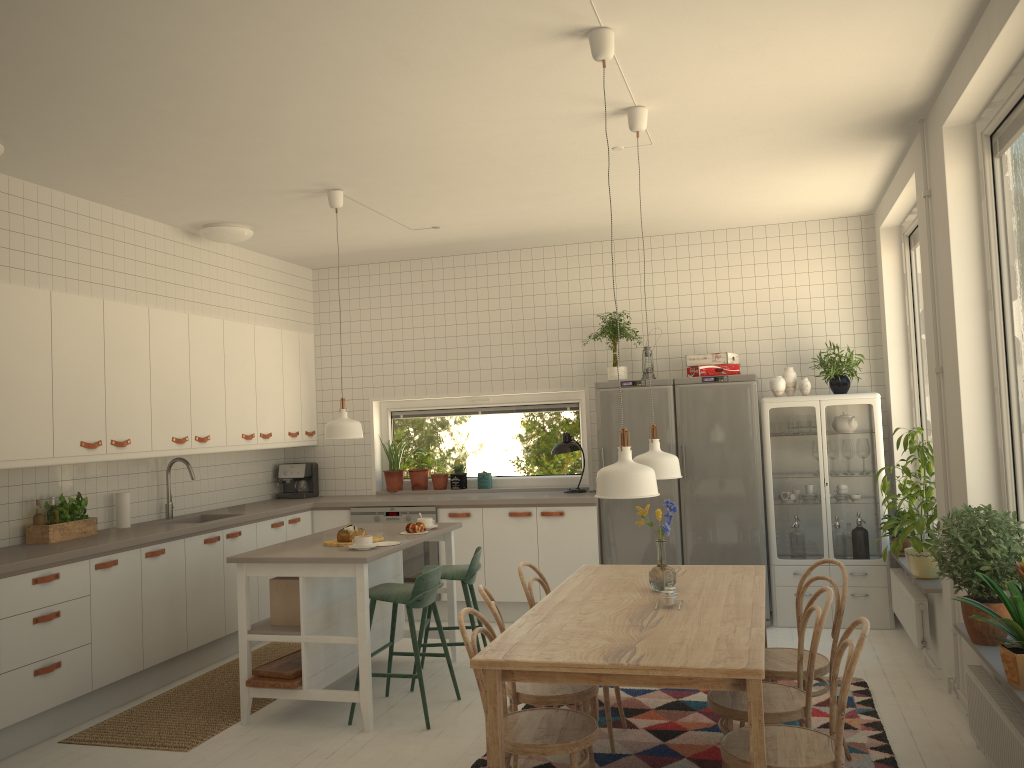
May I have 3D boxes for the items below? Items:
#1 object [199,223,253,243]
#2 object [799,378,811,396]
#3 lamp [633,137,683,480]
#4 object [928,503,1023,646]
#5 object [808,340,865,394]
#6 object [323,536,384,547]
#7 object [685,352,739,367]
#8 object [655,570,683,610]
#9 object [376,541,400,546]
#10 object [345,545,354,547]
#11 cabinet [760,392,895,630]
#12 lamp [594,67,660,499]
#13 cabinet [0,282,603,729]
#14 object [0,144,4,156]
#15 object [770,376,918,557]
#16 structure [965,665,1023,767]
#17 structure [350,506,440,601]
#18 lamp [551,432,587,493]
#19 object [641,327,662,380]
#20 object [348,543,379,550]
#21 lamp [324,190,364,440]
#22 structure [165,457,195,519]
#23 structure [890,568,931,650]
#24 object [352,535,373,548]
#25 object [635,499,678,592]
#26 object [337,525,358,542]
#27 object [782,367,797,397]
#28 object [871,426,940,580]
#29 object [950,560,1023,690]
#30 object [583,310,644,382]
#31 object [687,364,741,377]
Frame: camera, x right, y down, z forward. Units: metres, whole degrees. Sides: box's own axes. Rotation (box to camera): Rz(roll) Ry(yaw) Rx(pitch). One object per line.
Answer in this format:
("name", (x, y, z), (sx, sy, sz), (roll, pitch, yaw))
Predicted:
("object", (-1.940, -1.014, 6.030), (0.351, 0.101, 0.351), (-1, -3, -32))
("object", (2.049, 0.019, 6.202), (0.082, 0.126, 0.082), (-2, -3, -12))
("lamp", (0.610, -0.377, 3.997), (0.229, 1.596, 0.229), (-1, -3, -28))
("object", (1.901, 0.763, 3.592), (0.383, 0.561, 0.395), (-3, -3, 14))
("object", (2.295, -0.116, 6.259), (0.371, 0.385, 0.373), (-4, -3, 35))
("object", (-0.882, 0.876, 4.944), (0.237, 0.019, 0.306), (-4, -3, 32))
("object", (1.469, -0.174, 6.501), (0.312, 0.082, 0.308), (-4, -3, 28))
("object", (0.612, 0.797, 3.464), (0.095, 0.138, 0.155), (-3, -3, 16))
("object", (-0.689, 0.869, 4.815), (0.167, 0.005, 0.167), (-3, -2, 12))
("object", (-0.834, 0.855, 4.700), (0.132, 0.011, 0.027), (-1, -3, -35))
("cabinet", (2.206, 0.876, 6.262), (0.789, 1.593, 0.453), (-3, -3, 16))
("lamp", (0.373, -0.401, 3.172), (0.229, 1.596, 0.229), (0, -4, -39))
("cabinet", (-1.290, 0.522, 5.032), (2.852, 2.160, 4.843), (-3, -3, 16))
("object", (-2.514, -1.073, 4.038), (0.351, 0.101, 0.351), (-1, -3, -32))
("object", (2.206, 0.524, 5.925), (0.943, 1.208, 0.261), (-4, -3, 32))
("structure", (1.788, 1.280, 3.145), (0.113, 0.279, 1.028), (-3, -3, 16))
("structure", (-0.817, 1.312, 7.114), (0.705, 0.710, 0.704), (-3, -3, 16))
("lamp", (0.432, 0.609, 6.877), (0.239, 0.466, 0.262), (-5, -4, 45))
("object", (1.019, -0.220, 6.544), (0.163, 0.383, 0.154), (-5, -4, 39))
("object", (-0.780, 0.860, 4.671), (0.160, 0.020, 0.160), (-2, -3, -18))
("lamp", (-1.006, -0.424, 5.181), (0.229, 1.491, 0.229), (-3, -3, 17))
("structure", (-2.282, 0.716, 6.092), (0.236, 0.421, 0.063), (-4, -3, 23))
("structure", (2.434, 1.345, 5.388), (0.113, 0.276, 1.016), (-3, -3, 16))
("object", (-0.784, 0.832, 4.672), (0.098, 0.064, 0.094), (-1, -3, -26))
("object", (0.635, 0.683, 3.768), (0.145, 0.389, 0.206), (-1, -3, -22))
("object", (-0.907, 0.823, 4.883), (0.086, 0.087, 0.090), (-4, -3, 24))
("object", (1.970, -0.013, 6.292), (0.102, 0.206, 0.102), (-2, -3, 0))
("object", (2.245, 0.664, 4.946), (0.485, 0.842, 0.615), (-2, -3, -5))
("object", (1.725, 0.814, 3.004), (0.417, 0.425, 0.487), (-4, -3, 23))
("object", (0.775, -0.288, 6.611), (0.474, 0.545, 0.468), (-4, -3, 30))
("object", (1.474, -0.092, 6.493), (0.309, 0.082, 0.312), (-2, -2, -4))
